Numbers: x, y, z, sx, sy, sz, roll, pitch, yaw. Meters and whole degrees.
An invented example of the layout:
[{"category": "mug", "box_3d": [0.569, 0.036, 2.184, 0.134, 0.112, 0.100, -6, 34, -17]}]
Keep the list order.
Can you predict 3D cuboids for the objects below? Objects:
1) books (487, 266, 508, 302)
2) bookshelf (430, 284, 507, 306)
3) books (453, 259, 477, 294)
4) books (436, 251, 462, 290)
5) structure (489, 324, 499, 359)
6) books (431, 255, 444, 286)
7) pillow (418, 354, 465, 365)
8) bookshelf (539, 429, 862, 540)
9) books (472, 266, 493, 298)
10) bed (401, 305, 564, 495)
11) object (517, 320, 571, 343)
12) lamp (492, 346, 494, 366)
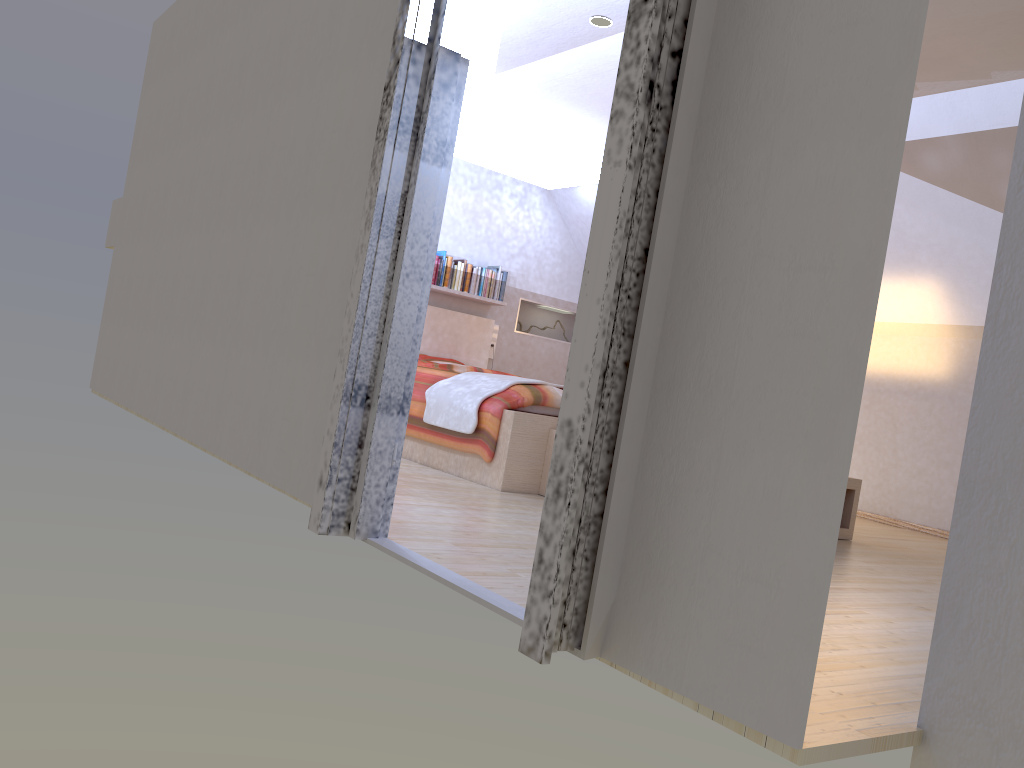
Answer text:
[{"category": "books", "box_3d": [-0.159, -0.829, 7.285, 0.145, 0.281, 0.200, 10, 0, -36]}, {"category": "bookshelf", "box_3d": [-0.470, -0.726, 7.071, 0.916, 0.028, 0.223, 10, 0, -36]}, {"category": "books", "box_3d": [-0.399, -0.860, 7.105, 0.140, 0.260, 0.209, 10, 0, -36]}, {"category": "books", "box_3d": [-0.527, -0.893, 7.016, 0.178, 0.281, 0.200, 10, 0, -36]}, {"category": "structure", "box_3d": [-0.168, -0.358, 7.463, 0.077, 0.286, 0.034, 10, 0, -36]}, {"category": "books", "box_3d": [-0.679, -0.909, 6.896, 0.209, 0.260, 0.215, 10, 0, -36]}, {"category": "pillow", "box_3d": [-0.404, -0.094, 6.903, 0.566, 0.188, 0.497, 10, 0, -35]}, {"category": "bookshelf", "box_3d": [0.929, 0.488, 4.218, 1.495, 0.303, 0.643, 10, 0, -36]}, {"category": "books", "box_3d": [-0.285, -0.825, 7.197, 0.159, 0.231, 0.200, 10, 0, -36]}, {"category": "bed", "box_3d": [-0.065, -0.021, 5.702, 2.087, 0.994, 3.009, 10, 0, -36]}, {"category": "object", "box_3d": [0.379, -0.490, 8.019, 0.905, 0.193, 0.085, 10, 0, -36]}, {"category": "lamp", "box_3d": [0.750, 0.227, 6.634, 2.551, 0.788, 0.396, 9, 0, 45]}]
